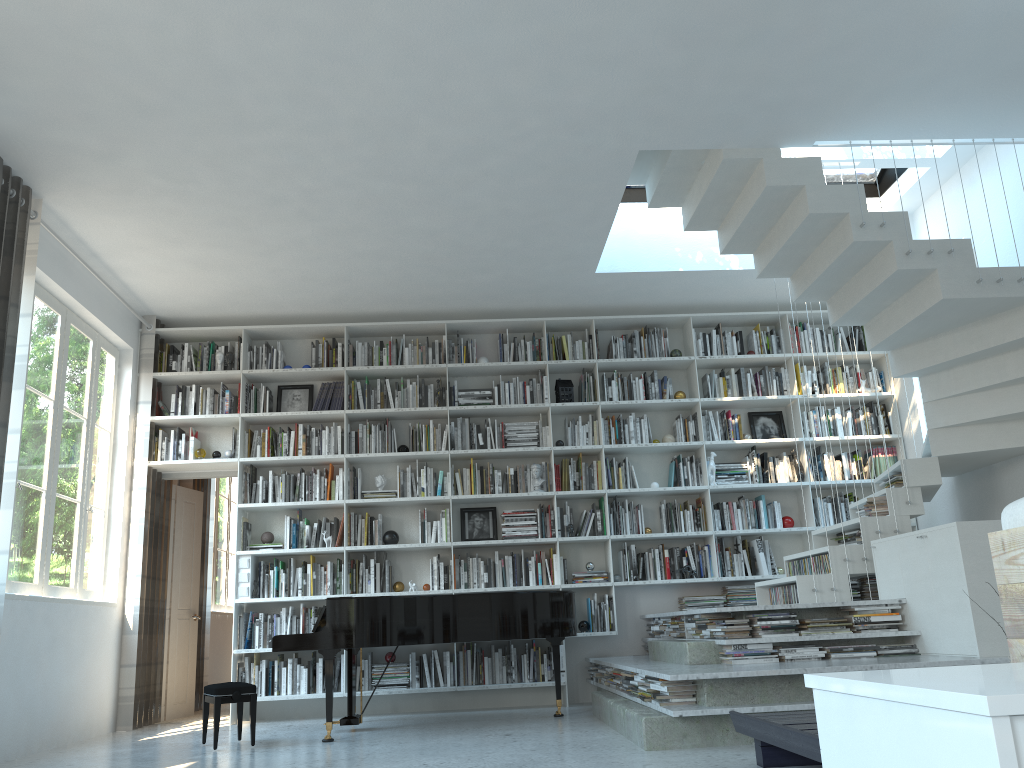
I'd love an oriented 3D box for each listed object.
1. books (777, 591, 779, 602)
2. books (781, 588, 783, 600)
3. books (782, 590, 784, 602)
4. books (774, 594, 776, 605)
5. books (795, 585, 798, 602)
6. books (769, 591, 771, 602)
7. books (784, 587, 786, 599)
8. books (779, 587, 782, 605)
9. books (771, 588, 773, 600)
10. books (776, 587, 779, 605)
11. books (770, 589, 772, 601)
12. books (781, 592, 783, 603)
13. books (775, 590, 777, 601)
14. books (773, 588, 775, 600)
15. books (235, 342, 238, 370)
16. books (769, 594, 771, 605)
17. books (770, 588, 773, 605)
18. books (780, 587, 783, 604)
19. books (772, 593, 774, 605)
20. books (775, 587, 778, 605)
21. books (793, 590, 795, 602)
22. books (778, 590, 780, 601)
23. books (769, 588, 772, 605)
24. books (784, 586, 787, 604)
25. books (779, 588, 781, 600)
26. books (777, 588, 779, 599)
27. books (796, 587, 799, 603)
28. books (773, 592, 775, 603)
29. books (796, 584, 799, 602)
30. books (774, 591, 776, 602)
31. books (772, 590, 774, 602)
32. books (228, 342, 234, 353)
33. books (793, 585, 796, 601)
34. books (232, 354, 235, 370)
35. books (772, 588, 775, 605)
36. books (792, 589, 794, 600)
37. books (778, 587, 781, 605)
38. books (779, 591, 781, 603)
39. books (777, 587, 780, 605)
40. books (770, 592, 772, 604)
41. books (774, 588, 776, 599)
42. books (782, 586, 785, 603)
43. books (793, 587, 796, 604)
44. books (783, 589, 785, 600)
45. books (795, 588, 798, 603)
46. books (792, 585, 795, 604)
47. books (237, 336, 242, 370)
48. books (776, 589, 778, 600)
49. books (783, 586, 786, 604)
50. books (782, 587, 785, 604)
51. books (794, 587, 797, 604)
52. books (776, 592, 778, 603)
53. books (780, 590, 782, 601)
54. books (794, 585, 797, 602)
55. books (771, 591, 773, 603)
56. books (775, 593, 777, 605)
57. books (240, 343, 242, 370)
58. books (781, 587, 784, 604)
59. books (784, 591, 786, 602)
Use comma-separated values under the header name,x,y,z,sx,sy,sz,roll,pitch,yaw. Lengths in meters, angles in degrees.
name,x,y,z,sx,sy,sz,roll,pitch,yaw
books,1.915,1.478,6.180,0.125,0.125,0.008,-2,-15,-3
books,1.919,1.455,6.098,0.125,0.125,0.009,-2,-15,-3
books,1.920,1.450,6.083,0.125,0.125,0.009,-2,-15,-3
books,1.911,1.496,6.246,0.125,0.125,0.007,-2,-15,-3
books,1.933,1.380,5.832,0.125,0.125,0.012,-2,-15,-3
books,1.906,1.523,6.340,0.125,0.125,0.008,-2,-15,-3
books,1.922,1.438,6.038,0.125,0.125,0.009,-2,-15,-3
books,1.917,1.463,6.128,0.125,0.125,0.008,-2,-15,-3
books,1.909,1.509,6.293,0.125,0.125,0.008,-2,-15,-3
books,1.914,1.480,6.187,0.125,0.125,0.007,-2,-15,-3
books,1.908,1.516,6.315,0.125,0.125,0.009,-2,-15,-3
books,1.919,1.457,6.106,0.125,0.125,0.007,-2,-15,-3
books,1.913,1.488,6.217,0.125,0.125,0.008,-2,-15,-3
books,1.911,1.499,6.254,0.125,0.125,0.009,-2,-15,-3
books,-2.311,-0.192,7.503,0.022,0.285,0.175,-2,-15,-3
books,1.906,1.525,6.348,0.125,0.125,0.007,-2,-15,-3
books,1.908,1.514,6.308,0.125,0.125,0.007,-2,-15,-3
books,1.918,1.459,6.113,0.125,0.125,0.008,-2,-15,-3
books,1.909,1.508,6.286,0.125,0.125,0.008,-2,-15,-3
books,1.913,1.486,6.209,0.125,0.125,0.008,-2,-15,-3
books,1.930,1.394,5.881,0.125,0.125,0.008,-2,-15,-3
books,1.916,1.472,6.158,0.125,0.125,0.008,-2,-15,-3
books,1.907,1.521,6.333,0.125,0.125,0.008,-2,-15,-3
books,1.922,1.436,6.031,0.125,0.125,0.007,-2,-15,-3
books,1.917,1.465,6.135,0.125,0.125,0.007,-2,-15,-3
books,1.915,1.476,6.173,0.125,0.125,0.008,-2,-15,-3
books,1.933,1.377,5.822,0.125,0.125,0.008,-2,-15,-3
books,1.911,1.501,6.261,0.125,0.125,0.009,-2,-15,-3
books,1.934,1.375,5.813,0.125,0.125,0.007,-2,-15,-3
books,1.912,1.494,6.239,0.125,0.125,0.008,-2,-15,-3
books,1.910,1.505,6.278,0.125,0.125,0.010,-2,-15,-3
books,-2.380,-0.191,7.507,0.013,0.291,0.155,-2,-15,-3
books,1.931,1.389,5.865,0.125,0.125,0.011,-2,-15,-3
books,-2.334,-0.143,7.488,0.028,0.184,0.168,-2,-15,-3
books,1.910,1.503,6.270,0.125,0.125,0.007,-2,-15,-3
books,1.929,1.398,5.896,0.125,0.125,0.008,-2,-15,-3
books,1.916,1.469,6.151,0.125,0.125,0.009,-2,-15,-3
books,1.917,1.467,6.142,0.125,0.125,0.007,-2,-15,-3
books,1.915,1.474,6.166,0.125,0.125,0.007,-2,-15,-3
books,1.907,1.518,6.324,0.125,0.125,0.010,-2,-15,-3
books,1.912,1.492,6.232,0.125,0.125,0.008,-2,-15,-3
books,1.921,1.446,6.068,0.125,0.125,0.009,-2,-15,-3
books,1.931,1.391,5.872,0.125,0.125,0.011,-2,-15,-3
books,1.921,1.444,6.060,0.125,0.125,0.008,-2,-15,-3
books,1.932,1.382,5.841,0.125,0.125,0.010,-2,-15,-3
books,1.930,1.396,5.889,0.125,0.125,0.007,-2,-15,-3
books,-2.294,-0.219,7.505,0.014,0.336,0.168,-2,-15,-3
books,1.914,1.482,6.194,0.125,0.125,0.007,-2,-15,-3
books,1.921,1.442,6.052,0.125,0.125,0.007,-2,-15,-3
books,1.920,1.448,6.075,0.125,0.125,0.008,-2,-15,-3
books,1.931,1.387,5.856,0.125,0.125,0.008,-2,-15,-3
books,1.914,1.484,6.202,0.125,0.125,0.007,-2,-15,-3
books,1.918,1.461,6.120,0.125,0.125,0.009,-2,-15,-3
books,1.932,1.385,5.848,0.125,0.125,0.008,-2,-15,-3
books,1.909,1.511,6.300,0.125,0.125,0.007,-2,-15,-3
books,1.912,1.490,6.224,0.125,0.125,0.008,-2,-15,-3
books,-2.246,-0.187,7.467,0.024,0.251,0.235,-2,-15,-3
books,1.919,1.452,6.090,0.125,0.125,0.008,-2,-15,-3
books,1.922,1.440,6.046,0.125,0.125,0.008,-2,-15,-3
